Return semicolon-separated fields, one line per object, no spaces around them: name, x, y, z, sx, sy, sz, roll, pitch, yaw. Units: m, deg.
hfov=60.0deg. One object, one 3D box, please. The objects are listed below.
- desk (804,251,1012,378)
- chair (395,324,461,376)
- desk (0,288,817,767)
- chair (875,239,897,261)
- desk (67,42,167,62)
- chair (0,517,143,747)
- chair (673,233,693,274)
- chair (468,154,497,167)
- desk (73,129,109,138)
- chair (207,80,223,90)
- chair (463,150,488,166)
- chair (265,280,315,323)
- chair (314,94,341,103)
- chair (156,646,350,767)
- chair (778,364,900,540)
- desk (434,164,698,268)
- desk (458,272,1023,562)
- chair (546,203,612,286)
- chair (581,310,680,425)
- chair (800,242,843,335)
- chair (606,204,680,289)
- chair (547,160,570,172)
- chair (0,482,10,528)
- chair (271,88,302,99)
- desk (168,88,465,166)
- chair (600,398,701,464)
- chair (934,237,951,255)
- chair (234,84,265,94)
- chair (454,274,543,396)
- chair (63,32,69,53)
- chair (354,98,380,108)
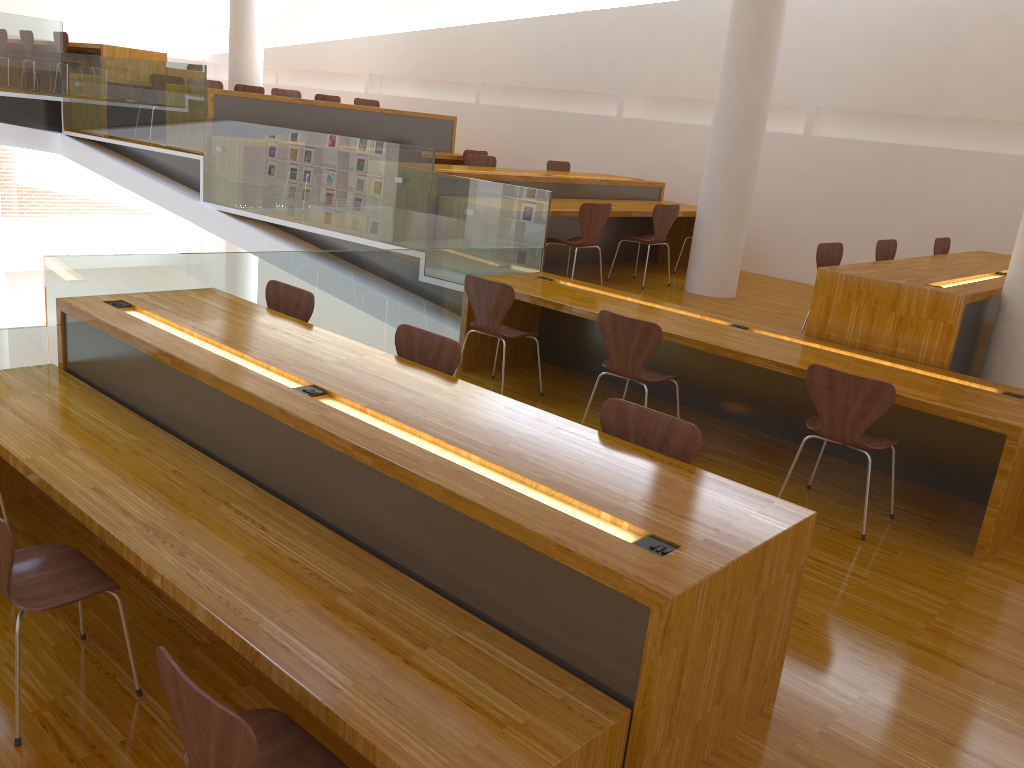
desk;2.975;-0.468;5.847;0.760;0.606;3.185;20;21;38
chair;-0.488;0.142;3.611;0.428;0.693;0.381;20;21;38
desk;-0.818;0.457;3.136;3.236;0.918;1.285;20;21;38
chair;2.681;-0.621;6.118;0.381;0.693;0.428;20;21;38
desk;-5.365;-3.934;11.440;3.194;0.762;1.247;20;21;38
chair;-1.416;0.629;2.714;0.428;0.693;0.381;20;21;38
chair;1.828;-1.348;8.281;0.381;0.693;0.428;20;21;38
chair;-0.194;-1.819;8.500;0.381;0.693;0.428;20;21;38
desk;-3.382;-3.191;10.620;0.760;0.606;3.356;20;21;38
chair;-3.060;-2.758;9.110;0.381;0.693;0.428;20;21;38
chair;-0.558;-2.318;10.079;0.381;0.693;0.428;20;21;38
chair;-1.206;-0.115;4.213;0.428;0.693;0.381;20;21;38
chair;-2.425;-3.278;11.135;0.381;0.693;0.428;20;21;38
chair;-0.564;0.919;2.048;0.428;0.693;0.381;20;21;38
chair;1.516;0.259;3.979;0.428;0.693;0.381;20;21;38
desk;0.468;-1.434;7.891;1.527;0.785;3.243;20;21;38
desk;1.101;-0.010;4.917;3.185;0.606;0.760;20;21;38
chair;0.465;-1.047;6.724;0.381;0.693;0.428;20;21;38
chair;0.664;-0.031;4.645;0.428;0.693;0.381;20;21;38
chair;2.035;-0.486;5.406;0.381;0.693;0.428;20;21;38
chair;1.111;-1.182;7.436;0.381;0.693;0.428;20;21;38
chair;0.579;-1.965;9.297;0.381;0.693;0.428;20;21;38
chair;-2.134;0.373;3.316;0.428;0.693;0.381;20;21;38
chair;-2.413;-2.893;9.822;0.381;0.693;0.428;20;21;38
desk;-1.846;-2.468;9.482;1.248;1.022;3.216;20;21;38
chair;0.313;0.442;2.889;0.428;0.693;0.381;20;21;38
chair;3.454;-0.767;6.915;0.381;0.693;0.428;20;21;38
chair;-3.142;-3.112;10.290;0.381;0.693;0.428;20;21;38
chair;-0.054;-0.287;5.247;0.428;0.693;0.381;20;21;38
chair;-4.997;-3.645;10.169;0.428;0.693;0.381;20;21;38
chair;-1.649;-3.037;10.610;0.381;0.693;0.428;20;21;38
